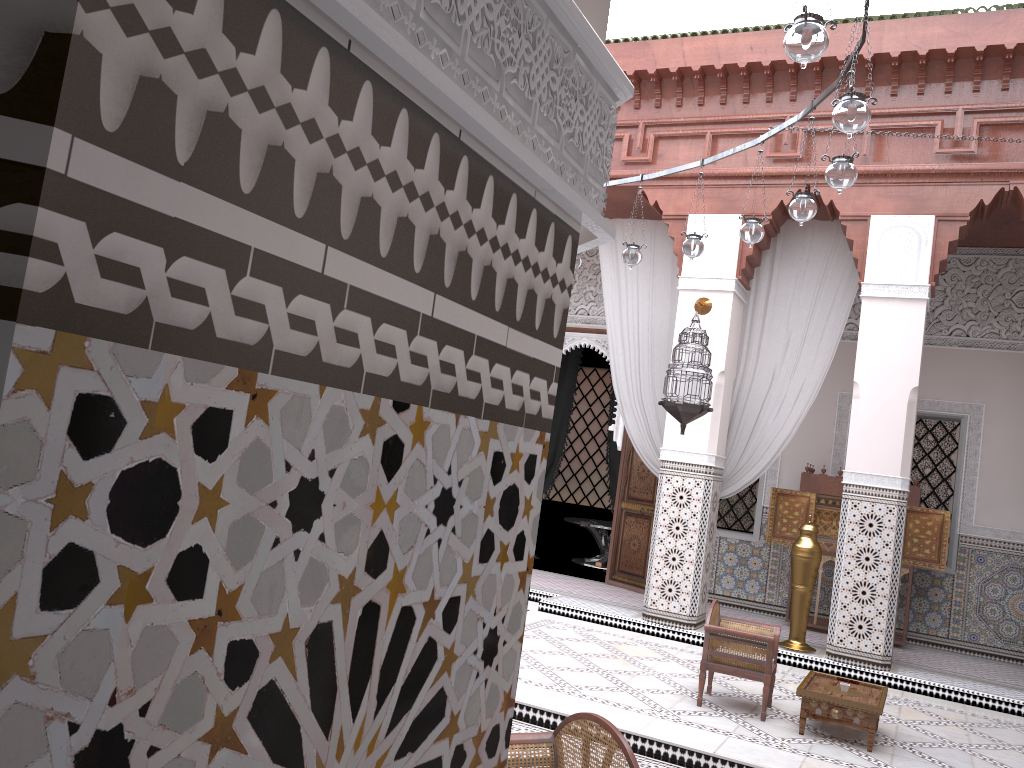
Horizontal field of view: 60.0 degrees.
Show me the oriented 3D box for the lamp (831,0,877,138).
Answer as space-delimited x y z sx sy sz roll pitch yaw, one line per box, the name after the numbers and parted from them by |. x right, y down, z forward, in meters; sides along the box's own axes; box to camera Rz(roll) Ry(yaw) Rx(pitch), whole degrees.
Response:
0.746 -0.705 1.891 0.090 0.371 0.091 7 -5 11 | lamp

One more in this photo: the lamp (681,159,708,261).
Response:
0.665 -0.615 3.144 0.091 0.371 0.090 6 -5 26 | lamp

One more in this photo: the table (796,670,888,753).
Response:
0.975 0.958 2.619 0.229 0.142 0.330 6 -5 26 | table

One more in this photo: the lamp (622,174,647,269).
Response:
0.483 -0.619 3.398 0.091 0.371 0.090 7 -5 11 | lamp

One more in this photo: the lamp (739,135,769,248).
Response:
0.797 -0.620 2.862 0.091 0.371 0.090 6 -5 26 | lamp

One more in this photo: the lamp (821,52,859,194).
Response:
0.858 -0.661 2.249 0.090 0.371 0.091 11 -6 -39 | lamp

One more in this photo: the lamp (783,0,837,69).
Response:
0.556 -0.754 1.610 0.090 0.371 0.091 7 -5 11 | lamp

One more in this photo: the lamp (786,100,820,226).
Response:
0.862 -0.635 2.557 0.091 0.371 0.090 4 -6 41 | lamp

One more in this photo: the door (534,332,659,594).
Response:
0.366 0.348 5.091 1.244 1.461 0.419 6 -5 26 | door

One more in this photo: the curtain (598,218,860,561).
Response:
0.896 0.100 4.067 1.304 1.761 0.048 6 -5 26 | curtain

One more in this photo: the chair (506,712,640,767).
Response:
0.028 0.631 1.250 0.208 0.313 0.263 10 -5 -28 | chair

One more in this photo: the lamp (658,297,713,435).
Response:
0.758 -0.092 3.756 0.216 0.618 0.217 6 -5 26 | lamp

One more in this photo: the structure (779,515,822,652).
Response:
1.192 0.805 3.628 0.156 0.539 0.156 5 -5 32 | structure

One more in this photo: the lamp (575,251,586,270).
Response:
0.267 -0.631 3.616 0.091 0.371 0.090 8 -5 1 | lamp

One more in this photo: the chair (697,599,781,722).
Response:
0.710 0.846 2.756 0.208 0.313 0.263 6 -5 22 | chair
